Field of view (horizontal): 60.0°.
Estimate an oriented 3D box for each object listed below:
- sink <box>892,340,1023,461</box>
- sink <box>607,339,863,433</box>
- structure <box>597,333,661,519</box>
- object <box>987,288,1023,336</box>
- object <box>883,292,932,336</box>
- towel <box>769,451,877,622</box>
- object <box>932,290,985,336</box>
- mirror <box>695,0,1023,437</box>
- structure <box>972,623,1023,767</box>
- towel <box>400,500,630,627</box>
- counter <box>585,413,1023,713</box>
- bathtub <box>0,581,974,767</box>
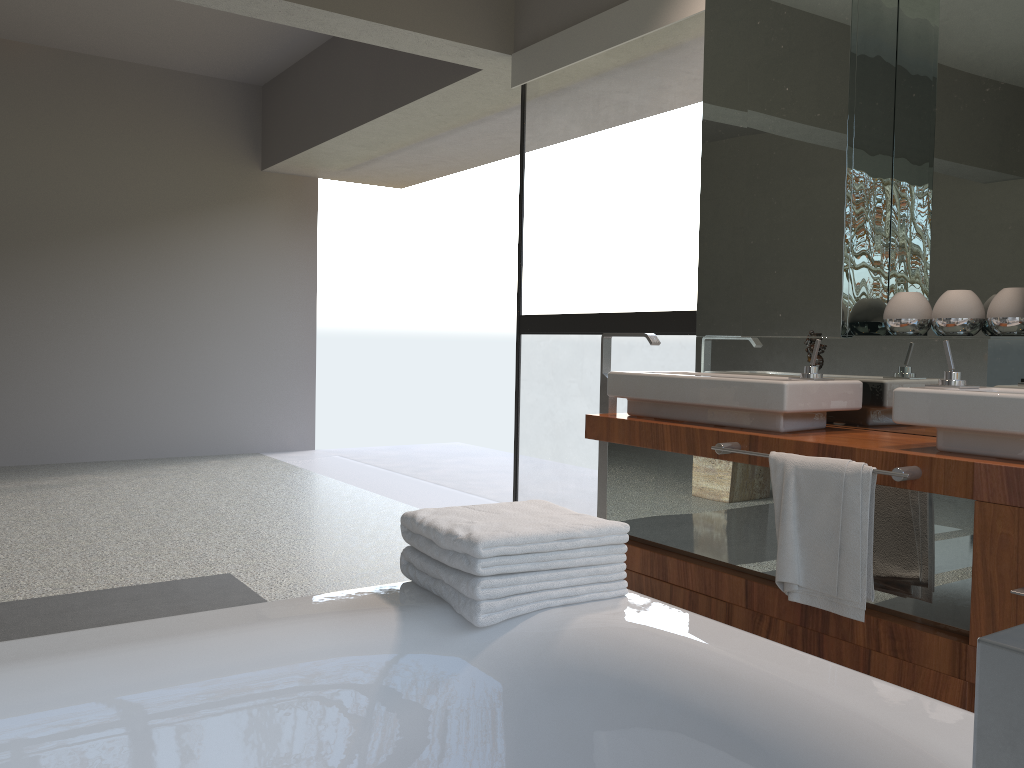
[{"bbox_3d":[1.275,0.040,1.937,0.352,0.266,0.750,0,3,-34],"label":"sink"},{"bbox_3d":[0.678,-0.011,2.814,0.352,0.266,0.750,0,3,-34],"label":"sink"},{"bbox_3d":[0.400,0.313,3.169,0.069,0.988,0.303,0,2,-34],"label":"structure"},{"bbox_3d":[1.356,-0.192,2.388,0.136,0.130,0.136,1,2,8],"label":"object"},{"bbox_3d":[1.181,-0.207,2.645,0.136,0.130,0.136,1,2,8],"label":"object"},{"bbox_3d":[0.737,0.359,2.158,0.079,0.368,0.302,0,3,-34],"label":"towel"},{"bbox_3d":[1.267,-0.200,2.518,0.136,0.130,0.136,1,2,8],"label":"object"},{"bbox_3d":[1.273,-0.652,2.535,0.253,1.617,1.791,0,3,-34],"label":"mirror"},{"bbox_3d":[-0.062,0.495,0.192,0.402,0.884,0.330,0,3,-34],"label":"structure"},{"bbox_3d":[-0.004,0.307,1.601,0.322,0.145,0.305,0,3,-31],"label":"towel"},{"bbox_3d":[0.915,0.498,2.377,0.525,0.704,1.849,0,3,-34],"label":"counter"},{"bbox_3d":[-0.369,0.651,0.723,1.958,0.504,1.328,-1,3,-34],"label":"bathtub"}]
